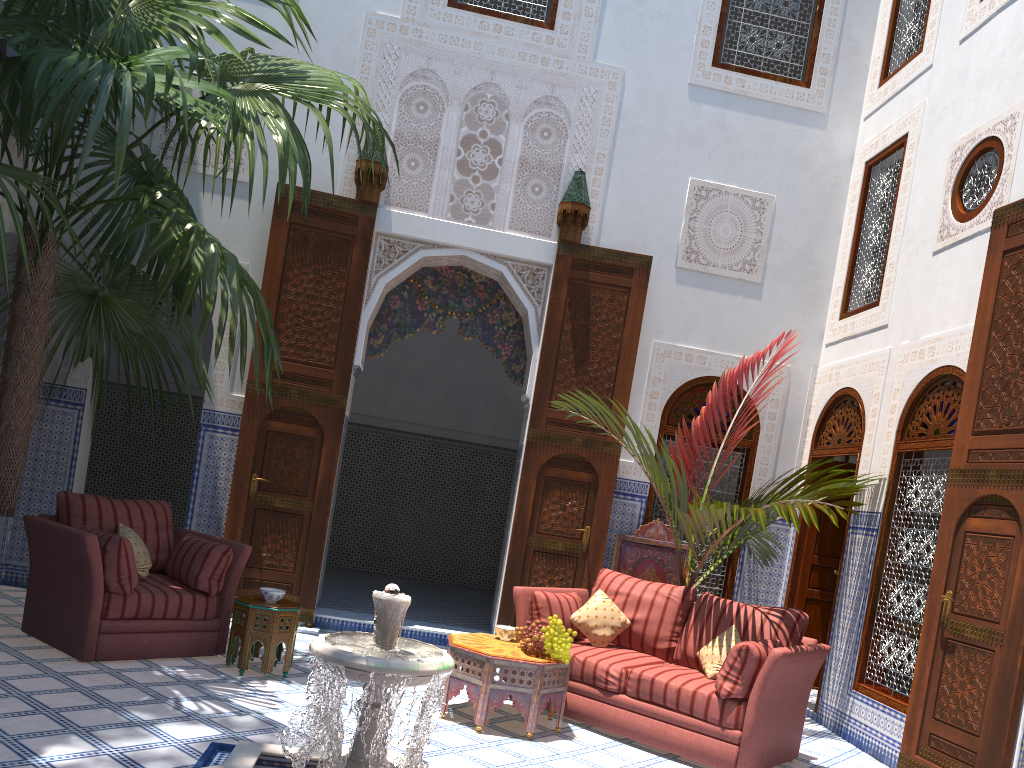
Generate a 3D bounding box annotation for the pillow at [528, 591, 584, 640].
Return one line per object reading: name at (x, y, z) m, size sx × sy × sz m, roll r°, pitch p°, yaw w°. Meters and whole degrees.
pillow at (0.221, 1.139, 4.252) m, size 0.185 × 0.253 × 0.385 m, roll 8°, pitch -4°, yaw 40°

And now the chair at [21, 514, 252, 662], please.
chair at (-1.786, 0.938, 4.065) m, size 0.719 × 0.542 × 0.825 m, roll 6°, pitch -6°, yaw 39°

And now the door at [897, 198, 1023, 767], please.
door at (1.969, 0.465, 3.549) m, size 0.124 × 2.523 × 0.579 m, roll 9°, pitch 1°, yaw -11°

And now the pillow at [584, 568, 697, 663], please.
pillow at (0.618, 1.156, 4.380) m, size 0.575 × 0.392 × 0.295 m, roll 6°, pitch -4°, yaw 39°

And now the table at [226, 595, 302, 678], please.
table at (-1.136, 1.152, 4.006) m, size 0.290 × 0.325 × 0.289 m, roll 9°, pitch -2°, yaw -6°

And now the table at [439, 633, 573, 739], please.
table at (-0.036, 1.307, 3.836) m, size 0.539 × 0.324 × 0.539 m, roll 10°, pitch -5°, yaw -6°

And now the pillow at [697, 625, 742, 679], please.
pillow at (0.926, 1.178, 3.860) m, size 0.146 × 0.236 × 0.267 m, roll 9°, pitch -3°, yaw -4°

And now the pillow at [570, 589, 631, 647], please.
pillow at (0.428, 1.129, 4.207) m, size 0.304 × 0.275 × 0.133 m, roll 9°, pitch 0°, yaw -6°

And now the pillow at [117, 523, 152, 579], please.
pillow at (-1.712, 0.758, 3.965) m, size 0.168 × 0.234 × 0.259 m, roll 10°, pitch -3°, yaw -29°

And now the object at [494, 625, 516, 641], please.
object at (-0.027, 1.134, 3.978) m, size 0.117 × 0.057 × 0.120 m, roll 6°, pitch -7°, yaw 31°

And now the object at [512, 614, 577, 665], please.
object at (0.135, 1.101, 3.771) m, size 0.219 × 0.239 × 0.304 m, roll 10°, pitch -4°, yaw -25°

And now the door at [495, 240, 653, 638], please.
door at (0.358, 0.434, 5.293) m, size 0.583 × 2.524 × 0.123 m, roll 9°, pitch 2°, yaw -2°

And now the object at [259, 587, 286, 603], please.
object at (-1.093, 0.963, 3.985) m, size 0.117 × 0.057 × 0.120 m, roll 6°, pitch -7°, yaw 31°

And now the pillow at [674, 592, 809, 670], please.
pillow at (1.058, 1.180, 4.037) m, size 0.555 × 0.375 × 0.324 m, roll 5°, pitch -4°, yaw 39°

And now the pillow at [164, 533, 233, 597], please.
pillow at (-1.478, 0.845, 4.123) m, size 0.392 × 0.243 × 0.190 m, roll 5°, pitch -4°, yaw 40°

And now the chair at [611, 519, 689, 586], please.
chair at (0.840, 1.334, 5.152) m, size 0.486 × 1.083 × 0.502 m, roll 9°, pitch 0°, yaw -6°

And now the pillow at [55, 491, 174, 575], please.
pillow at (-1.864, 0.724, 4.153) m, size 0.297 × 0.379 × 0.591 m, roll 8°, pitch -5°, yaw 39°

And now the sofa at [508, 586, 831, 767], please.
sofa at (0.701, 1.342, 4.098) m, size 1.347 × 0.542 × 0.743 m, roll 4°, pitch -6°, yaw 39°

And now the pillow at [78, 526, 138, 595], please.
pillow at (-1.751, 0.758, 3.764) m, size 0.376 × 0.253 × 0.190 m, roll 5°, pitch -4°, yaw 40°

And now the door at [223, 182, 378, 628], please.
door at (-1.256, 0.149, 5.096) m, size 0.586 × 2.524 × 0.122 m, roll 9°, pitch 2°, yaw -12°

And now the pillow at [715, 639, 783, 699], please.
pillow at (0.998, 1.180, 3.640) m, size 0.185 × 0.243 × 0.402 m, roll 8°, pitch -5°, yaw 40°
